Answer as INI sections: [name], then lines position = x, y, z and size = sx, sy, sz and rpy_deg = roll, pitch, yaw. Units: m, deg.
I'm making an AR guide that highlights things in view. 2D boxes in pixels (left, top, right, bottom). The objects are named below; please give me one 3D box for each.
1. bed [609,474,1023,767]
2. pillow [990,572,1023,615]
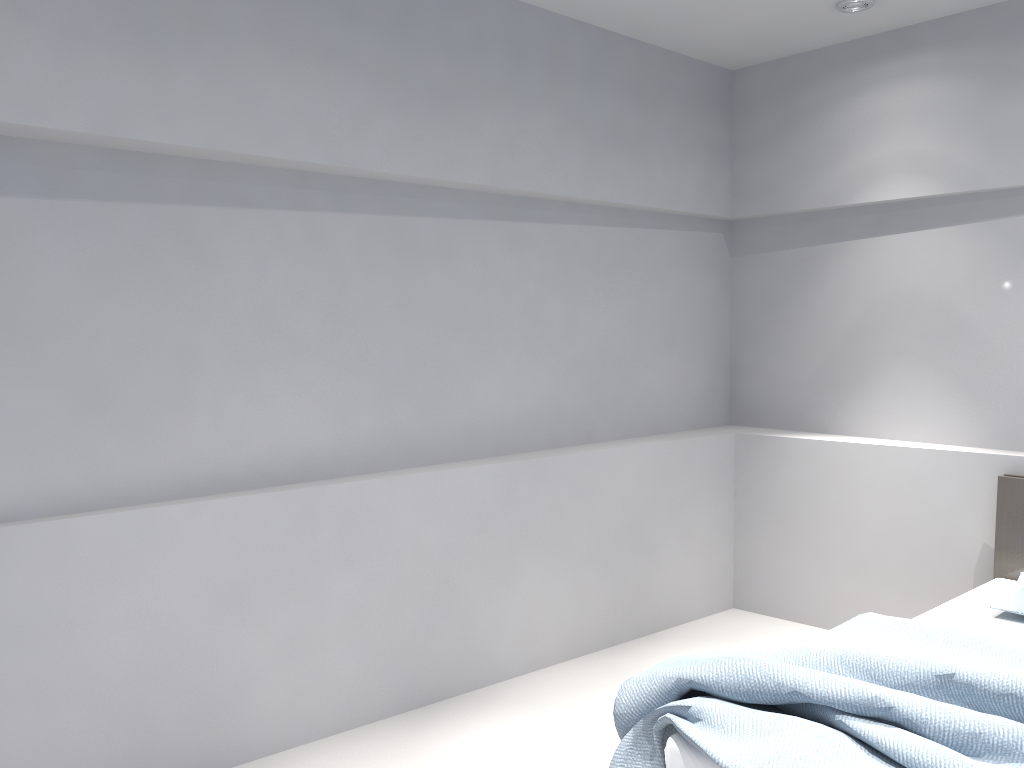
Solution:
[bed]
position = 1.472, 0.821, 2.547
size = 2.319, 0.752, 1.411
rpy_deg = -4, 5, -41
[pillow]
position = 2.056, 0.732, 2.962
size = 0.746, 0.173, 0.417
rpy_deg = 3, 5, 44
